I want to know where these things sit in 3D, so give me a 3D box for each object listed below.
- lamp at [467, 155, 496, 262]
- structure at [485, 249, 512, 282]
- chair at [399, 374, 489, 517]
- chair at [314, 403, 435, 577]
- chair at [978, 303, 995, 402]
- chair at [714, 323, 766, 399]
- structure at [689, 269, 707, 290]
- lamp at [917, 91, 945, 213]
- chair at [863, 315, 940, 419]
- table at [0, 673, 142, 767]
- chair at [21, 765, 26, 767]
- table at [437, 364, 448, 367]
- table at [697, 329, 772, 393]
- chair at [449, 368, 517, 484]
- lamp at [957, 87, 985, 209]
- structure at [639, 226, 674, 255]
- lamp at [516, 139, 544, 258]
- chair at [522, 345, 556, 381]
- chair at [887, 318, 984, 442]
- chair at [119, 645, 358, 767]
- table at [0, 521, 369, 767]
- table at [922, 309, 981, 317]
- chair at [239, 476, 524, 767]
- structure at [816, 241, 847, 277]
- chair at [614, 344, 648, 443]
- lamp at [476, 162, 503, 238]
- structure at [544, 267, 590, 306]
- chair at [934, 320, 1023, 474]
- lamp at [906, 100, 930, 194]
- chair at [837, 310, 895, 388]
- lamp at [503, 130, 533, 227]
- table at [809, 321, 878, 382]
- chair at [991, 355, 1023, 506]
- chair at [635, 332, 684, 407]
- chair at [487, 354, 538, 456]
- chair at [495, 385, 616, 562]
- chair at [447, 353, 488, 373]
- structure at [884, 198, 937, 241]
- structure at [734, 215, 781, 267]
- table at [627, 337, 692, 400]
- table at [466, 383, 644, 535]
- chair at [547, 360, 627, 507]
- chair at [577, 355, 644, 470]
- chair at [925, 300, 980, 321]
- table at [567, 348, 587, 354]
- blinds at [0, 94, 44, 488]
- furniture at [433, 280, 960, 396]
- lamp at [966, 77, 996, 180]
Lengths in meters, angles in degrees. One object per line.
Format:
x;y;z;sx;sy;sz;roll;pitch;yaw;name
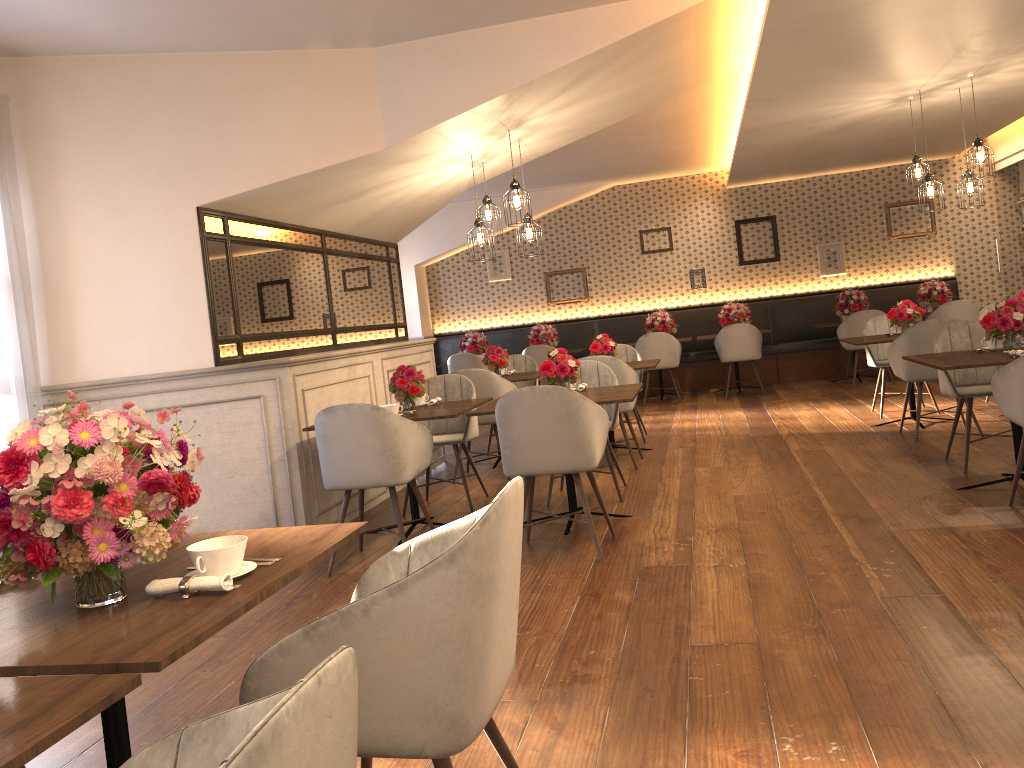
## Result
-0.318;-1.895;6.218;0.175;2.069;0.175;-6;1;14;lamp
-0.195;-1.702;12.732;0.339;0.440;0.035;-6;1;12;structure
-0.475;0.389;5.962;0.564;0.872;0.527;-6;2;12;chair
-0.721;0.508;4.658;0.564;0.872;0.527;-6;2;12;chair
4.336;-0.268;7.602;0.564;0.872;0.527;-6;2;12;chair
2.722;-0.291;10.530;0.564;0.872;0.527;-6;2;12;chair
2.556;-1.439;12.162;0.216;0.277;0.018;-6;1;12;structure
3.231;-2.401;7.033;0.175;2.069;0.175;-6;1;14;lamp
3.404;-0.177;7.804;0.564;0.872;0.527;-6;2;12;chair
-1.048;0.878;0.997;0.895;0.720;0.899;-6;3;12;table
-1.495;0.777;2.073;0.525;0.872;0.566;-6;2;12;chair
-0.408;0.042;11.899;0.895;0.720;0.899;-6;3;12;table
2.833;-0.274;11.195;0.895;0.720;0.899;-6;3;12;table
-0.237;0.295;6.929;0.564;0.872;0.527;-6;2;12;chair
3.573;-2.444;7.088;0.175;2.069;0.175;-6;1;14;lamp
1.998;-1.984;12.263;0.448;0.344;0.016;-6;1;12;structure
0.025;-1.937;6.273;0.175;2.069;0.175;-6;1;14;lamp
0.413;-0.066;11.031;0.564;0.872;0.527;-6;2;12;chair
3.112;-0.053;6.509;0.564;0.872;0.527;-6;2;12;chair
-0.396;0.736;0.892;0.525;0.872;0.566;-6;2;12;chair
-0.853;0.791;1.915;0.895;0.720;0.899;-6;3;12;table
5.141;-0.499;10.694;0.895;0.720;0.899;-6;3;12;table
-0.201;0.649;1.810;0.525;0.872;0.566;-6;2;12;chair
4.253;-1.662;11.784;0.339;0.440;0.035;-6;1;12;structure
0.941;0.085;8.031;0.564;0.872;0.527;-6;2;12;chair
-0.271;-2.117;6.537;0.175;2.069;0.175;-6;1;14;lamp
0.775;-1.378;12.536;0.600;0.485;0.032;-6;1;12;structure
2.888;0.051;5.383;0.564;0.872;0.527;-6;2;12;chair
3.278;-2.624;7.352;0.175;2.069;0.175;-6;1;14;lamp
4.098;-0.425;10.231;0.564;0.872;0.527;-6;2;12;chair
-0.066;-2.099;5.950;0.175;2.069;0.175;-6;1;14;lamp
4.209;-0.408;10.897;0.895;0.720;0.899;-6;3;12;table
2.596;0.174;4.088;0.564;0.872;0.527;-6;2;12;chair
1.789;-0.200;10.732;0.564;0.872;0.527;-6;2;12;chair
0.009;0.175;8.234;0.564;0.872;0.527;-6;2;12;chair
0.211;0.417;4.455;0.564;0.872;0.527;-6;2;12;chair
-0.519;0.025;11.233;0.564;0.872;0.527;-6;2;12;chair
5.205;-2.152;11.562;0.600;0.485;0.032;-6;1;12;structure
3.320;-1.936;11.980;0.543;0.632;0.035;-6;1;12;structure
1.900;-0.183;11.398;0.895;0.720;0.899;-6;3;12;table
0.322;0.435;5.120;0.895;0.720;0.899;-6;3;12;table
0.457;0.298;5.760;0.564;0.872;0.527;-6;2;12;chair
0.695;0.204;6.727;0.564;0.872;0.527;-6;2;12;chair
5.030;-0.516;10.029;0.564;0.872;0.527;-6;2;12;chair
0.524;-0.049;11.696;0.895;0.720;0.899;-6;3;12;table
-2.712;-0.160;4.117;0.133;2.696;1.384;-6;1;13;blinds
2.308;-0.450;11.954;7.078;1.081;0.542;-6;1;12;furniture
3.483;-2.606;6.765;0.175;2.069;0.175;-6;1;14;lamp
